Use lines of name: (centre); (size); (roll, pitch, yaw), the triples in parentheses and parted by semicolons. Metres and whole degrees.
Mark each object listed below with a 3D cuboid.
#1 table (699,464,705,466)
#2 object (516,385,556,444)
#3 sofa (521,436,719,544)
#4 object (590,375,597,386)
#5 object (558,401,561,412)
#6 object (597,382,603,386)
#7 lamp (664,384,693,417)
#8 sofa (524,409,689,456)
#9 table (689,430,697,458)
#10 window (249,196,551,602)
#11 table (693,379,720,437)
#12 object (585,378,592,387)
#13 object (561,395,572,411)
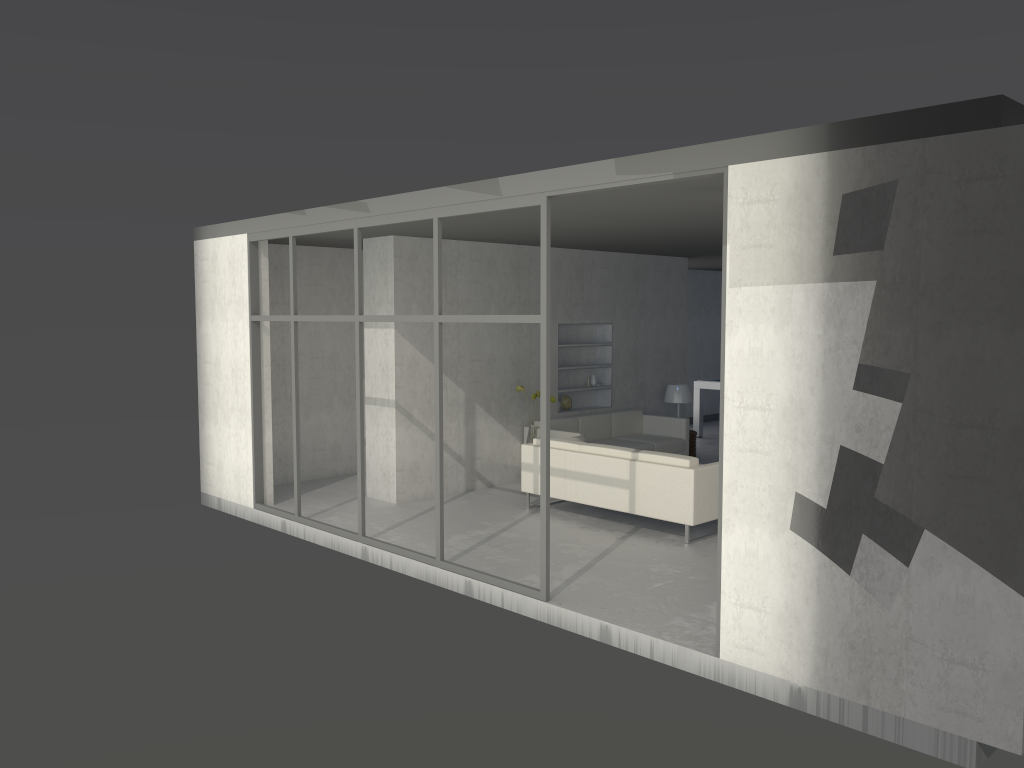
table: (1.881, 0.974, 9.040); (0.730, 0.190, 0.773); (-4, 6, -44)
object: (0.276, 0.545, 9.065); (0.400, 1.051, 0.387); (-1, 5, -16)
sofa: (1.029, 0.841, 7.739); (0.821, 0.658, 1.881); (-4, 6, -44)
object: (0.956, -0.040, 10.373); (0.079, 0.130, 0.079); (4, 6, 44)
object: (0.509, 0.244, 9.971); (0.086, 0.128, 0.086); (-3, 5, -33)
object: (1.029, 0.001, 10.367); (0.064, 0.050, 0.064); (-4, 6, -38)
lamp: (2.030, 0.295, 10.807); (0.347, 0.582, 0.347); (1, 5, 15)
sofa: (1.084, 0.683, 9.788); (1.881, 0.658, 0.821); (-4, 6, -44)
table: (2.032, 0.755, 10.844); (0.452, 0.358, 0.452); (2, 5, 21)
window: (-1.194, -0.001, 6.857); (0.037, 2.477, 4.080); (-4, 6, -44)
table: (3.777, 0.364, 12.486); (1.180, 0.835, 2.095); (-4, 6, -44)
object: (0.892, -0.018, 10.320); (0.074, 0.094, 0.074); (1, 4, 10)
object: (0.634, 0.212, 10.053); (0.088, 0.179, 0.163); (3, 5, 36)
